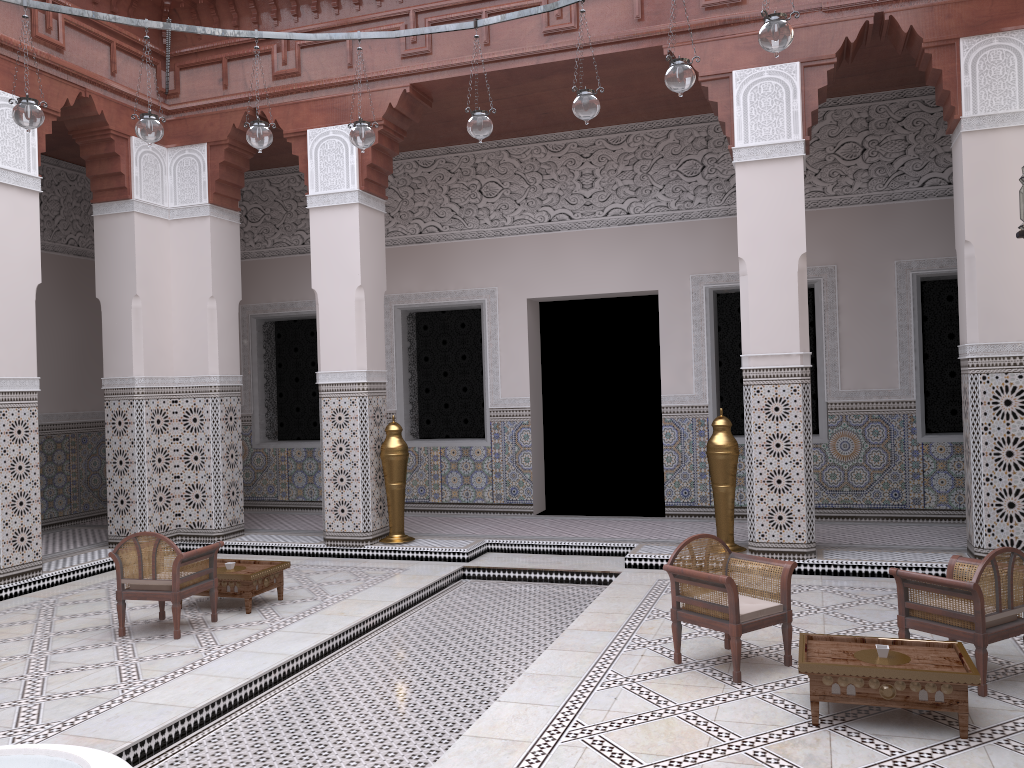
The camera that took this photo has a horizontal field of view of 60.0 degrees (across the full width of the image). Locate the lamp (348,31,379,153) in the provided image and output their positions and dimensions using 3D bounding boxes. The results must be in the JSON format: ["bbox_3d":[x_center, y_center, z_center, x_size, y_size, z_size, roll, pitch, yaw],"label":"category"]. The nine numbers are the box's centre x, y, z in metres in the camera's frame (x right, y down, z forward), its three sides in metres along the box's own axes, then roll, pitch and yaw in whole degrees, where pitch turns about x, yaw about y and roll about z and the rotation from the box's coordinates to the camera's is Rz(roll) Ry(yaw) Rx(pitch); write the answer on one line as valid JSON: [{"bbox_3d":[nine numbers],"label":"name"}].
[{"bbox_3d":[-0.464,-0.895,2.731,0.090,0.371,0.091,-2,0,43],"label":"lamp"}]

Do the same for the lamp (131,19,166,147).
[{"bbox_3d":[-1.067,-0.877,2.598,0.090,0.371,0.091,-2,0,18],"label":"lamp"}]

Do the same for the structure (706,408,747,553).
[{"bbox_3d":[0.806,0.362,3.380,0.156,0.539,0.156,-2,0,-21],"label":"structure"}]

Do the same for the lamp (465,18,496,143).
[{"bbox_3d":[-0.094,-0.907,2.661,0.091,0.371,0.090,-2,0,3],"label":"lamp"}]

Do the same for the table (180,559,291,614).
[{"bbox_3d":[-0.951,0.675,2.991,0.330,0.142,0.229,-2,0,19],"label":"table"}]

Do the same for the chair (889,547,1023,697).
[{"bbox_3d":[1.051,0.523,2.059,0.263,0.313,0.208,-2,0,-31],"label":"chair"}]

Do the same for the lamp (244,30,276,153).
[{"bbox_3d":[-0.772,-0.886,2.698,0.090,0.371,0.091,-2,0,33],"label":"lamp"}]

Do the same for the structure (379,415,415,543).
[{"bbox_3d":[-0.503,0.404,3.822,0.156,0.539,0.156,-2,0,-21],"label":"structure"}]

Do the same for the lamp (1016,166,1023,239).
[{"bbox_3d":[1.367,-0.534,2.189,0.221,0.552,0.216,-2,0,19],"label":"lamp"}]

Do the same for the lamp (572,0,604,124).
[{"bbox_3d":[0.211,-0.917,2.505,0.091,0.371,0.090,-2,0,3],"label":"lamp"}]

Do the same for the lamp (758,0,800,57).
[{"bbox_3d":[0.600,-0.932,2.017,0.090,0.371,0.091,-2,0,33],"label":"lamp"}]

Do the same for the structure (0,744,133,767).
[{"bbox_3d":[-0.678,0.668,1.089,0.501,0.310,0.528,-2,0,19],"label":"structure"}]

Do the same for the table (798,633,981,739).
[{"bbox_3d":[0.770,0.616,1.839,0.330,0.142,0.229,-2,0,19],"label":"table"}]

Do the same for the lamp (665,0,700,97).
[{"bbox_3d":[0.435,-0.925,2.291,0.091,0.371,0.090,-2,0,3],"label":"lamp"}]

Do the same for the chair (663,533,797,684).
[{"bbox_3d":[0.541,0.539,2.195,0.263,0.313,0.208,-2,0,-36],"label":"chair"}]

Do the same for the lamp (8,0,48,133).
[{"bbox_3d":[-1.331,-0.870,2.433,0.090,0.371,0.091,-2,0,18],"label":"lamp"}]

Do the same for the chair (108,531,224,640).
[{"bbox_3d":[-1.047,0.590,2.700,0.263,0.313,0.208,-2,0,15],"label":"chair"}]
